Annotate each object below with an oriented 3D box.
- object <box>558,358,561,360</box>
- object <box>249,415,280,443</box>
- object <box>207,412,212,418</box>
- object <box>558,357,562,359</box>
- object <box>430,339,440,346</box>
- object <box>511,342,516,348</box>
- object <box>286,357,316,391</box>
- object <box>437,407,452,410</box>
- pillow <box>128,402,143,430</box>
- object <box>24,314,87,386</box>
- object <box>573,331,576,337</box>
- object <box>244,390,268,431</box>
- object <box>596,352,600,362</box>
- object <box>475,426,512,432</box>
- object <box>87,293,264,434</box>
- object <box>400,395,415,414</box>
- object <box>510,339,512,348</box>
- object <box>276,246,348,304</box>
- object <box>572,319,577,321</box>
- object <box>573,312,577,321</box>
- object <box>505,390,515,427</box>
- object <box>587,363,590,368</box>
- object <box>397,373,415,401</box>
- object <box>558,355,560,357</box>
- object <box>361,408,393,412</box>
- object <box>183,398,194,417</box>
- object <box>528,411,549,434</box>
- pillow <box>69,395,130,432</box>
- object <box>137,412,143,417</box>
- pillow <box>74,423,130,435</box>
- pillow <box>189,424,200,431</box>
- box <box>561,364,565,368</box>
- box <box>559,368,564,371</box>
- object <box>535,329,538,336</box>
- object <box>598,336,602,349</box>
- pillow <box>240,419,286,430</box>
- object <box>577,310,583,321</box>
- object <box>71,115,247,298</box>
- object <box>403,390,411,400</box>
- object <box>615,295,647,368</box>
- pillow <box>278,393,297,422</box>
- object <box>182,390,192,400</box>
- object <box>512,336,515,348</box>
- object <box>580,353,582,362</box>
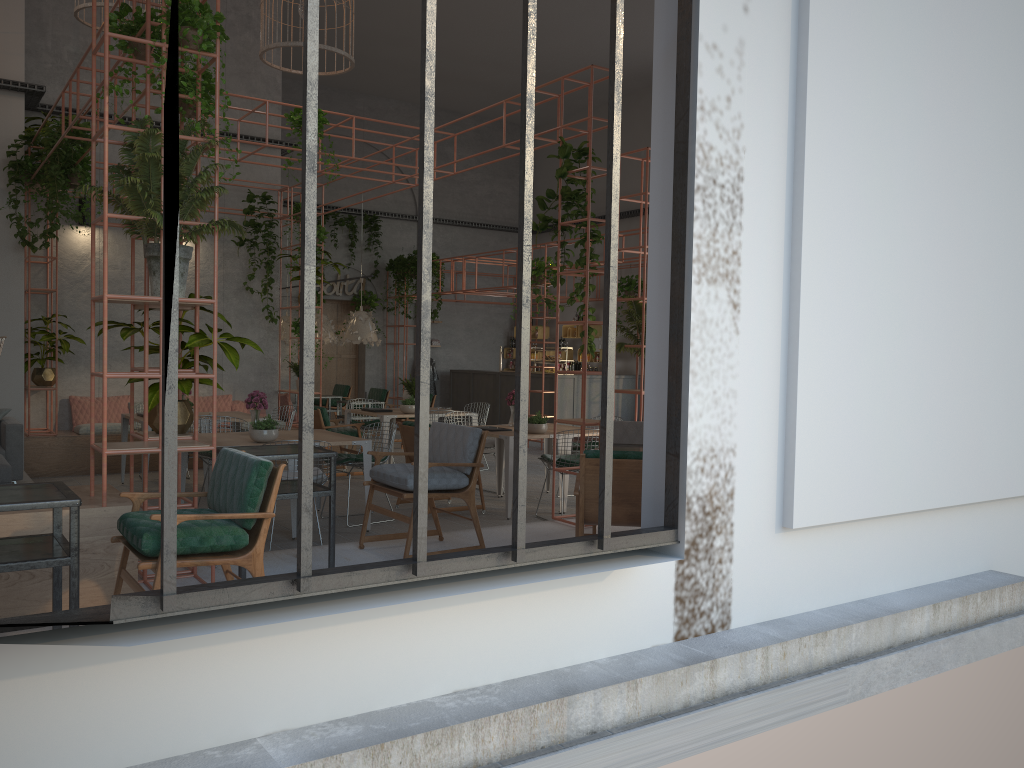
[{"bbox_3d":[0.910,-0.514,17.768,0.132,0.051,0.099,0,2,-36],"label":"object"},{"bbox_3d":[-2.132,0.378,7.625,0.247,0.247,0.252,0,2,-34],"label":"object"},{"bbox_3d":[-3.460,0.348,10.219,0.115,0.078,0.115,0,2,-28],"label":"object"},{"bbox_3d":[0.939,-0.524,17.754,0.152,0.058,0.095,-1,3,-44],"label":"object"},{"bbox_3d":[-1.797,-0.969,20.718,0.219,0.149,0.129,0,2,-34],"label":"object"},{"bbox_3d":[0.045,-0.952,21.563,0.115,0.147,0.115,2,2,11],"label":"object"},{"bbox_3d":[-3.091,-0.149,13.069,0.438,0.527,0.368,0,2,-34],"label":"object"},{"bbox_3d":[-0.934,0.340,12.241,0.218,0.041,0.218,0,2,-26],"label":"object"},{"bbox_3d":[-4.986,0.434,12.349,0.666,0.385,0.289,0,3,-39],"label":"pillow"},{"bbox_3d":[-5.858,-0.432,11.114,0.934,0.919,0.903,2,2,27],"label":"object"},{"bbox_3d":[1.424,-1.092,19.559,0.123,0.142,0.141,0,2,-34],"label":"object"},{"bbox_3d":[-2.391,0.265,8.300,0.213,0.414,0.225,-1,3,-42],"label":"object"},{"bbox_3d":[1.869,-0.569,18.892,0.131,0.207,0.131,2,2,11],"label":"object"},{"bbox_3d":[-0.222,0.485,9.487,0.268,0.031,0.427,0,2,-34],"label":"object"},{"bbox_3d":[-2.127,-0.138,5.696,0.934,0.923,0.903,2,2,22],"label":"object"},{"bbox_3d":[-1.327,0.260,11.470,0.248,0.247,0.254,0,2,-34],"label":"object"},{"bbox_3d":[-0.025,-1.028,21.641,0.066,0.291,0.066,2,2,26],"label":"object"},{"bbox_3d":[-2.929,-1.612,13.007,0.934,0.947,0.903,2,2,17],"label":"object"},{"bbox_3d":[1.377,-1.365,19.559,0.088,0.123,0.088,2,2,22],"label":"object"},{"bbox_3d":[1.437,-1.461,19.788,0.134,0.301,0.134,3,3,45],"label":"object"},{"bbox_3d":[0.036,0.270,9.944,0.213,0.414,0.225,-1,3,-42],"label":"object"},{"bbox_3d":[1.644,-0.399,19.298,0.115,0.107,0.115,2,2,22],"label":"object"},{"bbox_3d":[-1.301,0.103,11.908,0.438,0.527,0.368,0,2,-34],"label":"object"},{"bbox_3d":[0.884,-0.552,17.691,0.142,0.087,0.094,0,2,-26],"label":"object"},{"bbox_3d":[-1.796,0.347,11.779,0.268,0.031,0.427,0,2,-34],"label":"object"},{"bbox_3d":[-3.664,0.267,9.887,0.248,0.247,0.254,0,2,-34],"label":"object"},{"bbox_3d":[0.246,0.398,9.179,0.247,0.247,0.252,0,2,-34],"label":"object"},{"bbox_3d":[-5.529,0.387,12.005,0.839,0.474,0.276,-1,3,-44],"label":"pillow"},{"bbox_3d":[-4.133,0.354,10.196,0.268,0.031,0.427,0,2,-34],"label":"object"},{"bbox_3d":[-5.357,0.591,11.620,0.637,0.149,0.491,0,2,-33],"label":"pillow"},{"bbox_3d":[-4.489,0.588,12.208,0.637,0.149,0.491,0,2,-33],"label":"pillow"},{"bbox_3d":[1.160,-0.414,19.940,0.058,0.093,0.122,0,2,-23],"label":"box"},{"bbox_3d":[1.126,-0.321,19.918,0.058,0.093,0.122,0,2,-34],"label":"box"},{"bbox_3d":[0.614,-1.214,20.866,0.137,0.261,0.137,1,2,2],"label":"object"},{"bbox_3d":[1.892,-0.888,19.058,0.075,0.273,0.075,3,3,45],"label":"object"},{"bbox_3d":[-3.647,0.586,12.779,0.637,0.149,0.491,0,2,-33],"label":"pillow"},{"bbox_3d":[1.515,-1.495,19.608,0.134,0.386,0.134,3,3,45],"label":"object"},{"bbox_3d":[-2.023,-1.056,5.228,0.894,1.101,0.900,2,2,20],"label":"object"},{"bbox_3d":[-1.387,0.207,12.228,0.241,0.313,0.241,2,2,11],"label":"object"},{"bbox_3d":[1.430,-0.491,8.697,0.894,1.100,0.900,1,2,-5],"label":"object"},{"bbox_3d":[-3.662,0.358,13.982,0.276,0.474,0.839,-1,3,-44],"label":"pillow"},{"bbox_3d":[-3.926,0.154,10.567,0.213,0.414,0.225,-1,3,-42],"label":"object"},{"bbox_3d":[0.038,-1.028,21.685,0.066,0.291,0.066,0,2,-28],"label":"object"},{"bbox_3d":[1.518,-0.583,19.334,0.069,0.191,0.069,0,2,-22],"label":"object"}]
